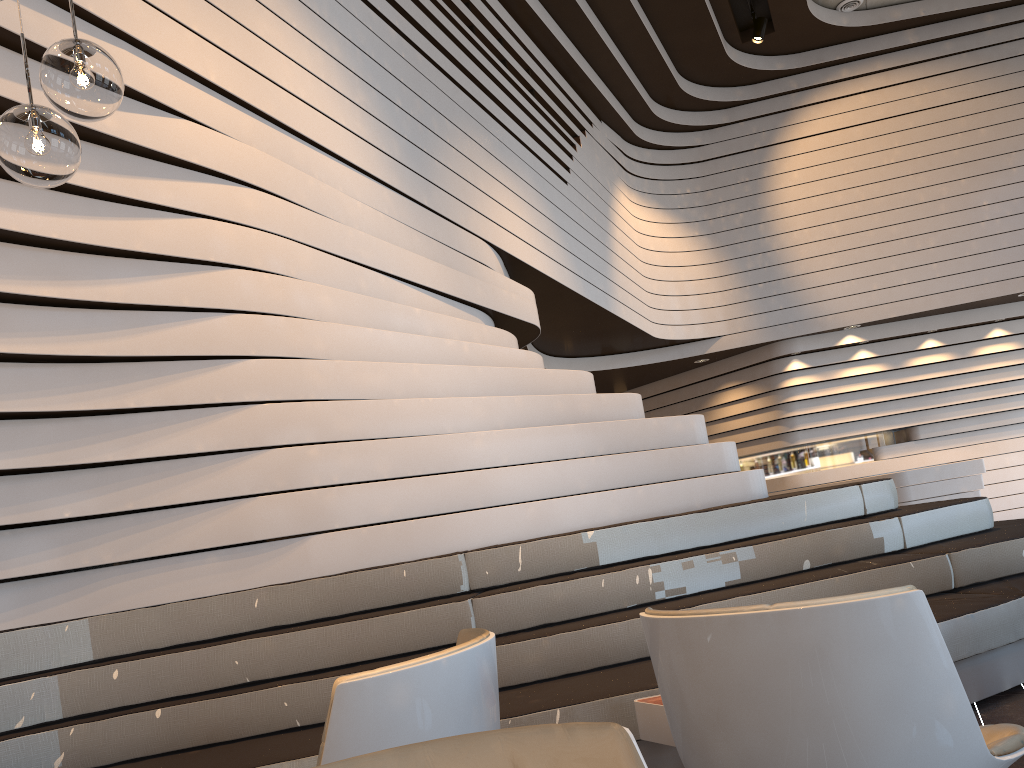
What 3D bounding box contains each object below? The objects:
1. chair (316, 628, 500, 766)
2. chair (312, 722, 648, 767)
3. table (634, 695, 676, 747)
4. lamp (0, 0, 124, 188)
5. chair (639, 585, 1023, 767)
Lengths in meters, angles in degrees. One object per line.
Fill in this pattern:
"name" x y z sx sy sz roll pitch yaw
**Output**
"chair" -0.327 0.947 1.825 0.719 0.760 0.655 -12 -7 22
"chair" 0.030 0.672 0.543 0.650 0.760 0.724 -6 -7 -27
"table" 0.875 1.083 2.630 0.903 0.368 0.419 -9 -7 -4
"lamp" -1.444 -2.733 1.943 0.528 4.678 0.338 -9 -4 -16
"chair" 0.665 0.778 1.798 0.668 0.760 0.704 -14 -8 38
